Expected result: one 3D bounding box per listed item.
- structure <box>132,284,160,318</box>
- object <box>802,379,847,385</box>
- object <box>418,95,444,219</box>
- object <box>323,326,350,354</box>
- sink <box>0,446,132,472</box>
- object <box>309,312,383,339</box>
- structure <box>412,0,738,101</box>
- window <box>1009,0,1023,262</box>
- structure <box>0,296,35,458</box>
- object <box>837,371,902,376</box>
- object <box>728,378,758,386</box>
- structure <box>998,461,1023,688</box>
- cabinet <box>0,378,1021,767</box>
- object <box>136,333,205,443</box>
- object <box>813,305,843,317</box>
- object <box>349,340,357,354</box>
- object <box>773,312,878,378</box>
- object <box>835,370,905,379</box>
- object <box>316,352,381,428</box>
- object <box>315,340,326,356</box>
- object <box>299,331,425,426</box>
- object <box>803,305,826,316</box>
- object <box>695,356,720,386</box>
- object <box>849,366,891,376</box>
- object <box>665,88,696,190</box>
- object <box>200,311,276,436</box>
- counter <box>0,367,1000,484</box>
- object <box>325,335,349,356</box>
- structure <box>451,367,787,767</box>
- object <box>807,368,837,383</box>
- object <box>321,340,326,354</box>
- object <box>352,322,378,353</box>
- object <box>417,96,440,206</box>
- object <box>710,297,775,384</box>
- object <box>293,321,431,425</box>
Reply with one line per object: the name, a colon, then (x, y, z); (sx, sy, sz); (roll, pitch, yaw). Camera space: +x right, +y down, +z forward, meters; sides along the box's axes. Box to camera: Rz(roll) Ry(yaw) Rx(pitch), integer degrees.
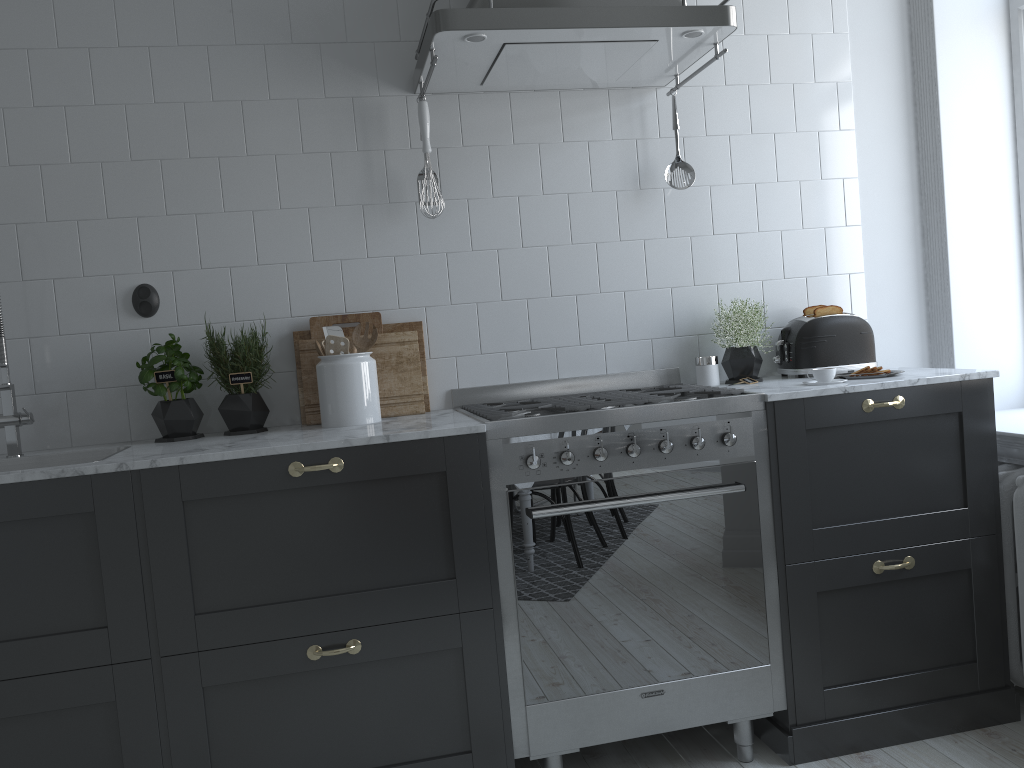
structure: (-1.097, -0.250, 2.652); (0.079, 0.103, 0.032); (-6, 3, -11)
object: (0.918, -0.005, 2.601); (0.126, 0.008, 0.126); (-4, 3, 15)
object: (-0.258, -0.694, 2.704); (0.074, 0.381, 0.076); (-7, 4, -31)
object: (-0.489, -0.030, 2.619); (0.064, 0.290, 0.141); (-7, 4, -38)
sink: (-1.352, 0.314, 2.273); (0.669, 0.203, 0.384); (-6, 3, -11)
object: (-0.501, -0.051, 2.747); (0.220, 0.330, 0.041); (-6, 3, -11)
structure: (0.116, -1.436, 2.581); (0.843, 1.079, 0.567); (-6, 3, -11)
window: (1.980, -0.902, 2.304); (0.061, 2.080, 1.716); (-6, 3, -11)
structure: (-1.400, -0.136, 2.370); (0.100, 0.692, 0.266); (-6, 3, -11)
object: (1.060, -0.028, 2.669); (0.209, 0.008, 0.018); (-4, 3, 24)
object: (0.733, -0.007, 2.838); (0.091, 0.018, 0.062); (-6, 3, -14)
structure: (1.642, 0.636, 2.265); (0.245, 0.753, 1.673); (-6, 3, -11)
cabinet: (-0.516, 0.657, 2.490); (3.897, 1.012, 0.646); (-6, 3, -11)
object: (-0.990, 0.009, 2.575); (0.172, 0.311, 0.179); (-5, 3, 0)
object: (1.047, -0.205, 2.932); (0.107, 0.110, 0.010); (-5, 3, -7)
object: (-0.466, -0.013, 2.656); (0.114, 0.247, 0.050); (-2, 4, 43)
object: (1.039, -0.136, 2.974); (0.326, 0.207, 0.219); (-5, 3, -6)
object: (1.089, -0.027, 2.714); (0.209, 0.011, 0.209); (-3, 3, 26)
object: (-0.482, 0.016, 2.612); (0.174, 0.208, 0.174); (-6, 3, -16)
object: (-0.514, -0.007, 2.599); (0.117, 0.251, 0.061); (-4, 3, 18)
object: (-0.460, -0.019, 2.731); (0.360, 0.261, 0.053); (-6, 3, -11)
object: (1.038, -0.213, 3.008); (0.107, 0.110, 0.010); (-5, 3, -7)
object: (0.641, -0.042, 2.909); (0.072, 0.095, 0.072); (-3, 4, 34)
object: (1.093, -0.039, 2.712); (0.119, 0.031, 0.074); (-4, 3, 21)
object: (0.538, -0.797, 2.887); (0.101, 0.331, 0.030); (-5, 3, -1)
object: (-0.800, -0.037, 2.598); (0.186, 0.367, 0.196); (-3, 4, 34)
counter: (-0.564, 0.143, 2.473); (3.902, 0.020, 0.624); (-6, 3, -11)
object: (-0.516, -0.011, 2.574); (0.054, 0.262, 0.149); (-7, 4, -36)
structure: (0.294, 0.537, 2.649); (0.779, 1.096, 0.651); (-6, 3, -11)
object: (0.915, -0.024, 2.599); (0.072, 0.040, 0.070); (-6, 3, -19)
object: (-0.499, -0.010, 2.646); (0.118, 0.250, 0.033); (-6, 3, -11)
object: (-0.460, -0.036, 2.653); (0.131, 0.296, 0.056); (-7, 4, -32)
object: (-0.268, -0.719, 2.735); (0.066, 0.332, 0.024); (-5, 3, -6)
object: (0.759, -0.147, 2.915); (0.210, 0.283, 0.220); (-5, 3, 1)
object: (-0.469, -0.036, 2.786); (0.400, 0.290, 0.030); (-6, 3, -11)
